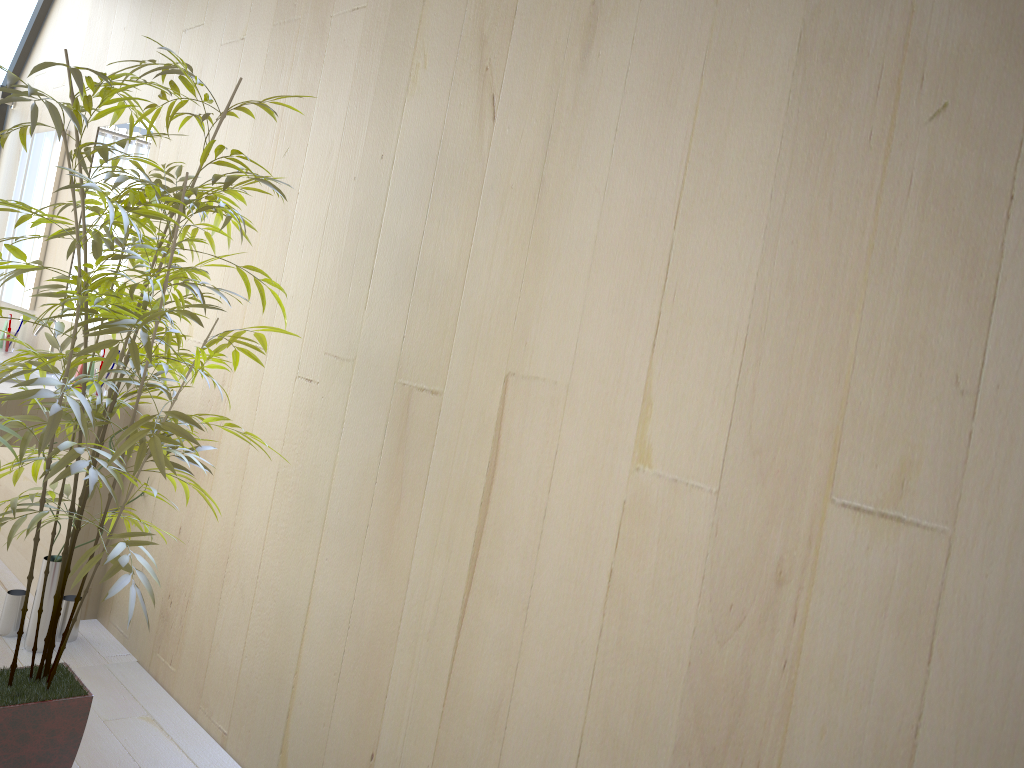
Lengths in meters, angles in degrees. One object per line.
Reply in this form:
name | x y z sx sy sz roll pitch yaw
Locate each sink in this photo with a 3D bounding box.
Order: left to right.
sink | -1.937 -0.065 3.366 0.501 0.419 0.577 10 1 -41

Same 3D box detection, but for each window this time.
window | -4.411 -1.150 3.254 4.536 2.815 0.749 9 0 -44

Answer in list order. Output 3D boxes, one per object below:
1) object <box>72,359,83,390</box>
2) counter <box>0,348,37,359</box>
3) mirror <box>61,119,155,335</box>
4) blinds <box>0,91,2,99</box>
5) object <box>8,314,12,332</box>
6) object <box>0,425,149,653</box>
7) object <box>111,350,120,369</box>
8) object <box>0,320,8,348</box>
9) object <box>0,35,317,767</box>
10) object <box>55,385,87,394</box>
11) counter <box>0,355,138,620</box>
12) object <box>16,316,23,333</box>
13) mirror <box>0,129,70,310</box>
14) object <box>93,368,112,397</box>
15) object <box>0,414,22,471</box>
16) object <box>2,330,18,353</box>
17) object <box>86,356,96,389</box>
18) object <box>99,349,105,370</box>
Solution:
object | -1.578 -0.039 3.235 0.039 0.135 0.039 11 -1 -3
counter | -2.828 0.153 4.284 0.547 0.791 1.212 11 1 -44
mirror | -1.679 -0.660 3.685 0.023 0.869 0.657 12 -1 -44
blinds | -3.464 -0.675 4.509 1.176 2.072 0.084 11 -1 -44
object | -2.302 -0.232 4.044 0.012 0.178 0.050 11 -1 -5
object | -1.420 0.487 2.963 0.275 0.750 0.404 10 -1 34
object | -1.465 -0.040 3.209 0.053 0.175 0.012 11 -1 -19
object | -2.420 -0.236 4.217 0.039 0.135 0.039 11 -1 4
object | -0.926 0.098 2.065 0.784 1.758 0.938 11 0 -19
object | -1.572 0.016 3.155 0.104 0.029 0.032 10 1 -4
counter | -2.003 0.342 3.415 0.547 0.791 1.212 11 1 -44
object | -2.290 -0.230 4.078 0.053 0.175 0.012 11 -1 -19
mirror | -2.407 -0.826 4.413 0.023 0.869 0.657 12 -1 -44
object | -1.487 -0.003 3.203 0.058 0.100 0.059 11 0 -34
object | -1.479 0.309 1.511 0.914 1.158 0.752 11 0 -11
object | -2.312 -0.192 4.073 0.058 0.100 0.059 11 0 -37
object | -1.595 -0.046 3.348 0.039 0.135 0.039 11 -1 -3
object | -1.477 -0.043 3.174 0.012 0.178 0.050 11 -1 -5
